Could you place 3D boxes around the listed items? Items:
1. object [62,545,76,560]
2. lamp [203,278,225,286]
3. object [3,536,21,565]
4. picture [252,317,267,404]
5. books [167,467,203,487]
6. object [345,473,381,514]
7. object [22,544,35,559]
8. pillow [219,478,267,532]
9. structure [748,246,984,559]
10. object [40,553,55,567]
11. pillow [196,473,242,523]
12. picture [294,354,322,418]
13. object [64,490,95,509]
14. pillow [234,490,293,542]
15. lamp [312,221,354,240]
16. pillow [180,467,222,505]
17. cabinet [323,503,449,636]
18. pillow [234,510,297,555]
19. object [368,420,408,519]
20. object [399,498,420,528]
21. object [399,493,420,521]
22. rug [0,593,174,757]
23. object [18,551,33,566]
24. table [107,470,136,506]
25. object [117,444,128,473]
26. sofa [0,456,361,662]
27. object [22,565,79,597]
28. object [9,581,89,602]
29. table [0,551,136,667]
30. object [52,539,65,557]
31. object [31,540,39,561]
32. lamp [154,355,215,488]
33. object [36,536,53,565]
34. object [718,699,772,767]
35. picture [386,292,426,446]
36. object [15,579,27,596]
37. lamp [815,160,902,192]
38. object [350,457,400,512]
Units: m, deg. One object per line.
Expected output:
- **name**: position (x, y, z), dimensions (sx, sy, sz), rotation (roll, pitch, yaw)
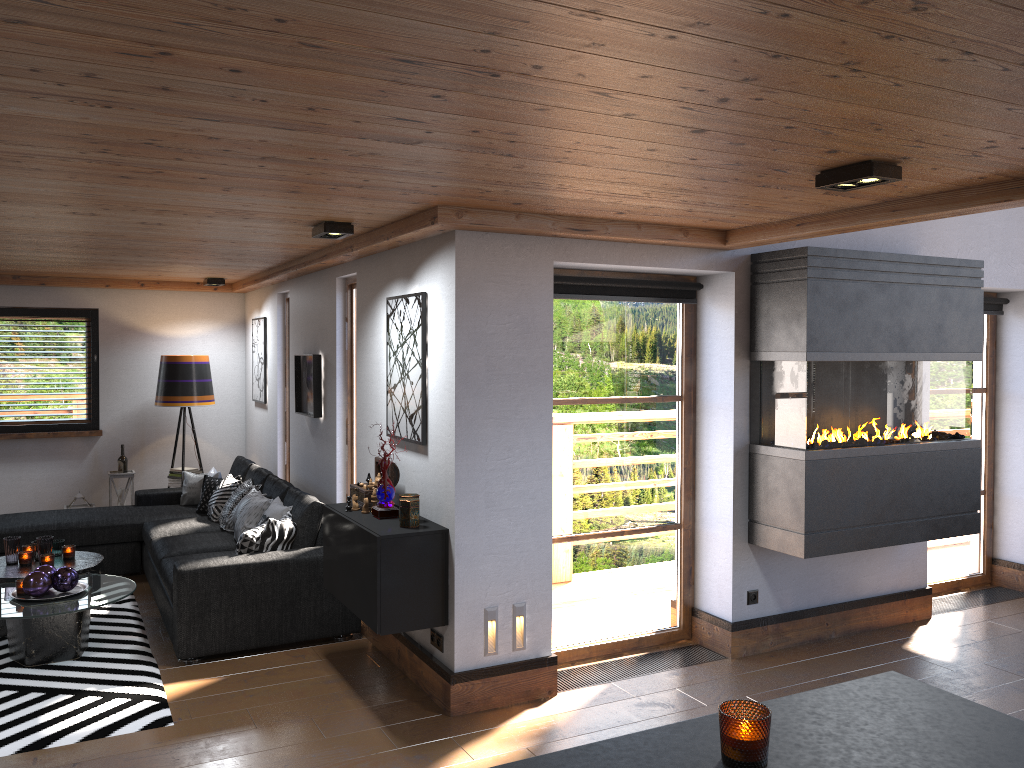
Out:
- **object**: position (-2.856, 1.085, 5.712), dimensions (0.079, 0.081, 0.079), rotation (0, 2, -12)
- **lamp**: position (-2.730, -0.940, 8.122), dimensions (0.157, 0.068, 0.258), rotation (-1, 2, -27)
- **object**: position (-3.137, 1.047, 5.563), dimensions (0.093, 0.167, 0.095), rotation (1, 2, 34)
- **picture**: position (-2.345, -0.221, 8.217), dimensions (0.020, 0.781, 0.557), rotation (0, 2, -27)
- **books**: position (-3.025, 0.861, 8.200), dimensions (0.253, 0.159, 0.221), rotation (1, 2, 29)
- **object**: position (-0.800, 0.579, 4.790), dimensions (0.204, 0.197, 0.352), rotation (0, 2, -16)
- **object**: position (-3.118, 1.084, 5.721), dimensions (0.079, 0.081, 0.079), rotation (0, 2, -12)
- **pillow**: position (-1.966, 0.913, 6.460), dimensions (0.278, 0.355, 0.721), rotation (-1, 2, -27)
- **structure**: position (2.095, 0.084, 5.199), dimensions (1.459, 1.649, 0.429), rotation (-1, 2, -28)
- **object**: position (-2.866, 1.094, 5.470), dimensions (0.079, 0.081, 0.079), rotation (0, 2, -12)
- **pillow**: position (-2.282, 0.895, 7.002), dimensions (0.314, 0.364, 0.661), rotation (-1, 2, -32)
- **picture**: position (-1.507, 0.006, 6.534), dimensions (0.067, 0.451, 0.553), rotation (0, 2, -27)
- **object**: position (-3.933, 1.191, 8.063), dimensions (0.256, 0.462, 0.248), rotation (-1, 2, -27)
- **pillow**: position (-1.662, 0.921, 5.894), dimensions (0.286, 0.328, 0.720), rotation (-1, 2, -38)
- **lamp**: position (-0.934, -0.803, 4.610), dimensions (0.157, 0.068, 0.258), rotation (-1, 2, -27)
- **pillow**: position (-2.575, 0.874, 7.410), dimensions (0.560, 0.346, 0.220), rotation (2, 2, 43)
- **cabinet**: position (-0.681, 0.919, 4.614), dimensions (0.361, 0.468, 0.946), rotation (-1, 2, -27)
- **pillow**: position (-1.479, 0.962, 5.400), dimensions (0.297, 0.346, 0.540), rotation (1, 2, 24)
- **object**: position (-0.641, 0.434, 4.580), dimensions (0.153, 0.504, 0.321), rotation (-1, 2, -28)
- **object**: position (-0.502, 0.629, 4.335), dimensions (0.109, 0.135, 0.095), rotation (-1, 2, -37)
- **object**: position (-0.517, 0.624, 4.466), dimensions (0.108, 0.135, 0.097), rotation (0, 2, 4)
- **rug**: position (-2.944, 1.531, 4.979), dimensions (1.678, 0.020, 2.873), rotation (-1, 2, -28)
- **object**: position (-3.038, 1.091, 5.536), dimensions (0.079, 0.081, 0.079), rotation (0, 2, -12)
- **table**: position (-3.603, 1.114, 8.178), dimensions (0.229, 0.608, 0.222), rotation (-1, 2, -27)
- **object**: position (-3.590, 0.699, 8.170), dimensions (0.087, 0.286, 0.088), rotation (1, 2, 25)
- **sofa**: position (-2.527, 1.086, 6.180), dimensions (2.109, 0.818, 3.059), rotation (-1, 2, -27)
- **object**: position (-2.621, 1.104, 5.003), dimensions (0.288, 0.142, 0.261), rotation (-2, 3, -44)
- **object**: position (-2.606, 1.170, 4.998), dimensions (0.396, 0.022, 0.393), rotation (0, 2, -9)
- **table**: position (-2.746, 1.327, 5.278), dimensions (0.905, 0.371, 1.509), rotation (-1, 2, -27)
- **object**: position (-2.974, 1.074, 5.792), dimensions (0.092, 0.099, 0.093), rotation (0, 2, 9)
- **object**: position (-3.008, 1.067, 5.669), dimensions (0.112, 0.122, 0.115), rotation (2, 2, 39)
- **lamp**: position (-2.653, 0.570, 8.621), dimensions (0.517, 1.698, 1.648), rotation (1, 2, 41)
- **object**: position (-2.937, 1.047, 5.576), dimensions (0.093, 0.167, 0.095), rotation (1, 2, 34)
- **object**: position (0.354, 0.536, 1.351), dimensions (0.079, 0.081, 0.080), rotation (1, 2, 18)
- **picture**: position (-0.573, -0.087, 4.754), dimensions (0.020, 0.781, 0.557), rotation (0, 2, -27)
- **object**: position (-2.734, 1.138, 4.962), dimensions (0.079, 0.081, 0.079), rotation (0, 2, -12)
- **lamp**: position (1.224, -0.741, 3.139), dimensions (0.157, 0.068, 0.258), rotation (-1, 2, -27)
- **object**: position (-0.762, 0.540, 4.869), dimensions (0.212, 0.270, 0.284), rotation (-1, 2, -27)
